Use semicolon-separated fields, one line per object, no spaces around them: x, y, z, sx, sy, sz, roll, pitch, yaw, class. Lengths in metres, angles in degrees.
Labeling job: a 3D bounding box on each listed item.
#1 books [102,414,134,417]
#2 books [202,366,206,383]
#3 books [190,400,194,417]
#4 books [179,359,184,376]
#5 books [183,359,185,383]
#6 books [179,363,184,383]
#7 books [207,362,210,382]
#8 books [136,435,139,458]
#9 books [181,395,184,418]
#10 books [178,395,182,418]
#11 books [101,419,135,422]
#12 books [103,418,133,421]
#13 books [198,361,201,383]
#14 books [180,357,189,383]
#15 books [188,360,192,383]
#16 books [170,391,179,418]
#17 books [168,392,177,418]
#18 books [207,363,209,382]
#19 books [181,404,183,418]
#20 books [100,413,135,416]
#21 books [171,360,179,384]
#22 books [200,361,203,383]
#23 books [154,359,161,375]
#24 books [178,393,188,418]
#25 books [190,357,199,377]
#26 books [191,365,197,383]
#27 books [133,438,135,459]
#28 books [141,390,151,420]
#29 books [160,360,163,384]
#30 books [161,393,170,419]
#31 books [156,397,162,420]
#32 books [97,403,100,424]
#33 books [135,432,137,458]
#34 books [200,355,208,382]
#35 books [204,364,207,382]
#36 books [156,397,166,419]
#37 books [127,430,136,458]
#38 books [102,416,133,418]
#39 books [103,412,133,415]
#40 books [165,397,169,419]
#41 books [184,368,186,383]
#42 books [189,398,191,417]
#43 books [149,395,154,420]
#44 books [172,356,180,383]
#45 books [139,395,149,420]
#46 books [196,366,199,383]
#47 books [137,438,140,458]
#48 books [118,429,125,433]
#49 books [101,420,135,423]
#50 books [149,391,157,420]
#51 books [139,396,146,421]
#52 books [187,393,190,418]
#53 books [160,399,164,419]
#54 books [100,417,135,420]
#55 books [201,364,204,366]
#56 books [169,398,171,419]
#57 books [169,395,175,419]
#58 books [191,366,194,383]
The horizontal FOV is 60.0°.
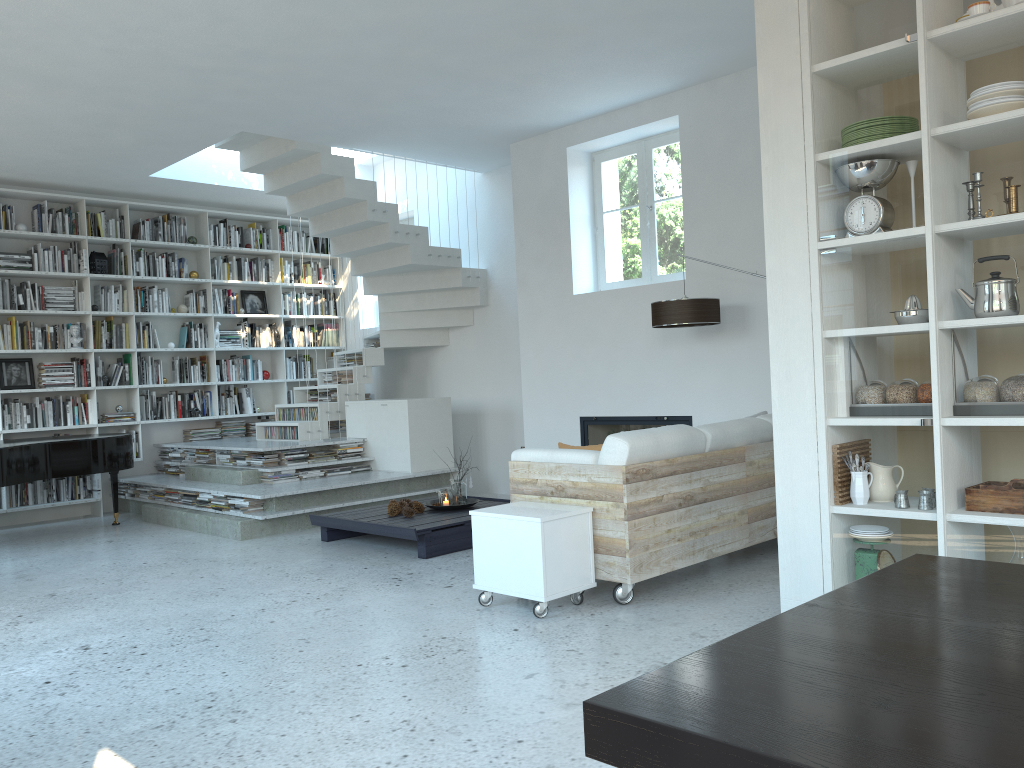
-3.980;0.321;8.951;0.254;0.012;0.161;-3;0;-45;books
-3.373;-0.103;9.619;0.016;0.180;0.189;-4;1;-45;books
-3.470;0.269;9.539;0.025;0.181;0.169;-4;1;-45;books
-3.551;-0.135;9.480;0.015;0.262;0.149;-4;1;-45;books
-3.543;-0.133;9.488;0.008;0.259;0.158;-4;1;-45;books
-3.551;-0.111;9.460;0.015;0.216;0.177;-4;1;-45;books
-3.345;-0.126;9.694;0.009;0.224;0.146;-4;1;-45;books
-3.845;0.637;9.030;0.013;0.233;0.149;-4;1;-45;books
-3.550;0.242;9.481;0.021;0.242;0.131;-4;1;-45;books
-3.571;0.243;9.430;0.031;0.244;0.184;-4;1;-45;books
-3.984;0.370;8.961;0.285;0.012;0.159;-3;0;-40;books
-3.983;0.357;8.958;0.254;0.012;0.161;-3;0;-39;books
-3.422;-0.125;9.590;0.018;0.229;0.182;-4;1;-45;books
-3.516;-0.148;9.523;0.007;0.285;0.159;-4;1;-45;books
-3.488;-0.132;9.514;0.018;0.251;0.184;-4;1;-45;books
-3.585;0.219;9.413;0.012;0.293;0.175;-4;1;-45;books
-3.609;0.224;9.420;0.012;0.285;0.159;-4;1;-45;books
-3.357;-0.132;9.695;0.007;0.235;0.131;-4;1;-45;books
-3.561;0.245;9.460;0.025;0.238;0.156;-4;1;-45;books
-3.986;0.309;8.958;0.285;0.012;0.159;-3;0;-41;books
-3.586;-0.127;9.447;0.019;0.252;0.130;-4;1;-45;books
-3.406;-0.127;9.624;0.021;0.232;0.155;-4;1;-45;books
-3.723;-0.124;9.306;0.014;0.261;0.142;-4;1;-45;books
-3.522;0.231;9.485;0.026;0.262;0.173;-4;1;-45;books
-3.432;-0.147;9.582;0.006;0.274;0.173;-4;1;-45;books
-3.451;-0.106;9.563;0.015;0.195;0.175;-4;1;-45;books
-3.868;0.649;8.986;0.011;0.212;0.178;-4;1;-45;books
-3.800;0.219;9.194;0.010;0.316;0.187;-4;1;-45;books
-3.714;-0.120;9.316;0.013;0.251;0.172;-4;1;-45;books
-3.656;0.235;9.362;0.014;0.268;0.171;-4;1;-45;books
-3.726;0.258;9.286;0.065;0.231;0.162;-4;1;-45;books
-4.169;0.292;8.866;0.030;0.210;0.136;-4;1;-45;books
-3.865;0.619;9.030;0.015;0.271;0.157;-4;1;-45;books
-3.355;-0.162;9.654;0.007;0.295;0.162;-4;1;-45;books
-3.365;-0.115;9.653;0.013;0.204;0.158;-4;1;-45;books
-3.693;0.254;9.335;0.029;0.235;0.142;-4;1;-45;books
-3.864;0.612;9.002;0.021;0.285;0.172;-4;1;-45;books
-3.986;0.333;8.959;0.254;0.012;0.161;-3;0;-40;books
-3.982;0.296;8.952;0.254;0.012;0.161;-3;0;-36;books
-3.671;0.256;9.351;0.024;0.228;0.159;-4;1;-45;books
-3.541;-0.108;9.516;0.031;0.208;0.122;-4;1;-45;books
-3.492;0.255;9.527;0.022;0.211;0.135;-4;1;-45;books
-3.777;0.248;9.217;0.023;0.256;0.178;-4;1;-45;books
-3.584;-0.147;9.468;0.016;0.290;0.131;-4;1;-45;books
-3.809;0.247;9.182;0.023;0.262;0.186;-4;1;-45;books
-3.436;-0.101;9.572;0.019;0.183;0.190;-4;1;-45;books
-3.844;0.651;9.048;0.012;0.206;0.160;-4;1;-45;books
-3.941;0.609;8.954;0.032;0.300;0.149;-4;1;-45;books
-3.981;0.381;8.957;0.285;0.012;0.159;-3;0;-42;books
-3.758;0.228;9.234;0.030;0.294;0.188;-4;1;-45;books
-3.836;0.252;9.184;0.012;0.254;0.161;-4;1;-45;books
-3.509;0.230;9.508;0.026;0.263;0.169;-4;1;-45;books
-3.699;0.263;9.314;0.011;0.217;0.175;-4;1;-45;books
-3.982;0.345;8.956;0.285;0.012;0.159;-3;0;-42;books
-3.382;-0.115;9.650;0.016;0.205;0.141;-4;1;-45;books
-3.650;0.258;9.375;0.012;0.221;0.153;-4;1;-45;books
-3.626;0.242;9.377;0.025;0.252;0.181;-4;1;-45;books
-3.473;-0.099;9.527;0.018;0.182;0.182;-4;1;-45;books
